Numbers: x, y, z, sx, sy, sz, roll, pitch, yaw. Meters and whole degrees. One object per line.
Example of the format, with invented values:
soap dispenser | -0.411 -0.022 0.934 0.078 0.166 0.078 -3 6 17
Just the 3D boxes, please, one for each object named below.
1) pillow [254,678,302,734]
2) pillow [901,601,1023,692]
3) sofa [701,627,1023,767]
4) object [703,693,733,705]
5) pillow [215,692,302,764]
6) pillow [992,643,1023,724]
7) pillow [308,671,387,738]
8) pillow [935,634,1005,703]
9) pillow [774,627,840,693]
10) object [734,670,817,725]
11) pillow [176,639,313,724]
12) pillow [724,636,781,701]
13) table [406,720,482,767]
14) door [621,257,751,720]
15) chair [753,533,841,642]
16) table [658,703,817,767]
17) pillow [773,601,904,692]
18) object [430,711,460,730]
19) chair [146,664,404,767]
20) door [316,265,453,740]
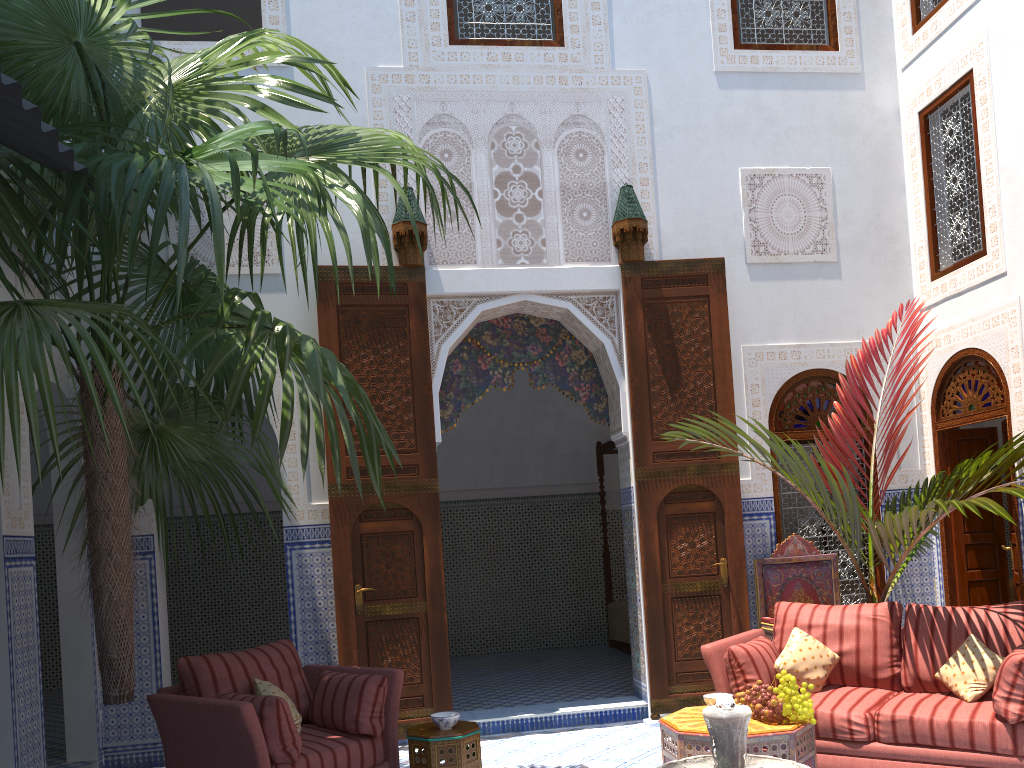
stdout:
pillow | -0.909 1.261 3.413 0.166 0.232 0.264 -1 -7 -31
pillow | 1.881 1.071 3.547 0.566 0.372 0.320 -9 -7 37
sofa | 1.566 1.309 3.591 1.374 0.538 0.734 -10 -9 36
object | 0.816 1.259 3.459 0.119 0.057 0.119 -8 -10 29
pillow | -0.936 1.258 3.211 0.383 0.251 0.188 -9 -7 38
pillow | 1.844 1.063 3.146 0.189 0.241 0.397 -7 -8 37
pillow | -0.670 1.302 3.576 0.400 0.241 0.187 -10 -7 37
pillow | 1.761 1.088 3.366 0.146 0.234 0.270 -3 -6 -7
pillow | 1.246 1.168 3.703 0.303 0.273 0.134 -3 -3 -7
object | 0.978 1.181 3.257 0.216 0.238 0.310 -1 -7 -28
pillow | -1.075 1.271 3.599 0.303 0.377 0.583 -7 -8 36
pillow | 1.044 1.224 3.741 0.189 0.251 0.381 -7 -8 38
table | -0.262 1.519 3.454 0.288 0.322 0.292 -3 -5 -8
door | 0.965 0.568 4.822 0.583 2.505 0.124 -4 -1 -3
chair | 1.643 1.326 4.655 0.484 1.075 0.508 -3 -3 -8
table | 0.853 1.420 3.309 0.536 0.321 0.546 -3 -8 -8
pillow | 1.428 1.161 3.880 0.587 0.389 0.291 -9 -7 36
object | -0.261 1.326 3.442 0.119 0.057 0.119 -8 -10 29
chair | -0.946 1.456 3.504 0.733 0.538 0.815 -9 -9 36
door | -0.662 0.632 4.590 0.582 2.505 0.124 -3 -1 -13
